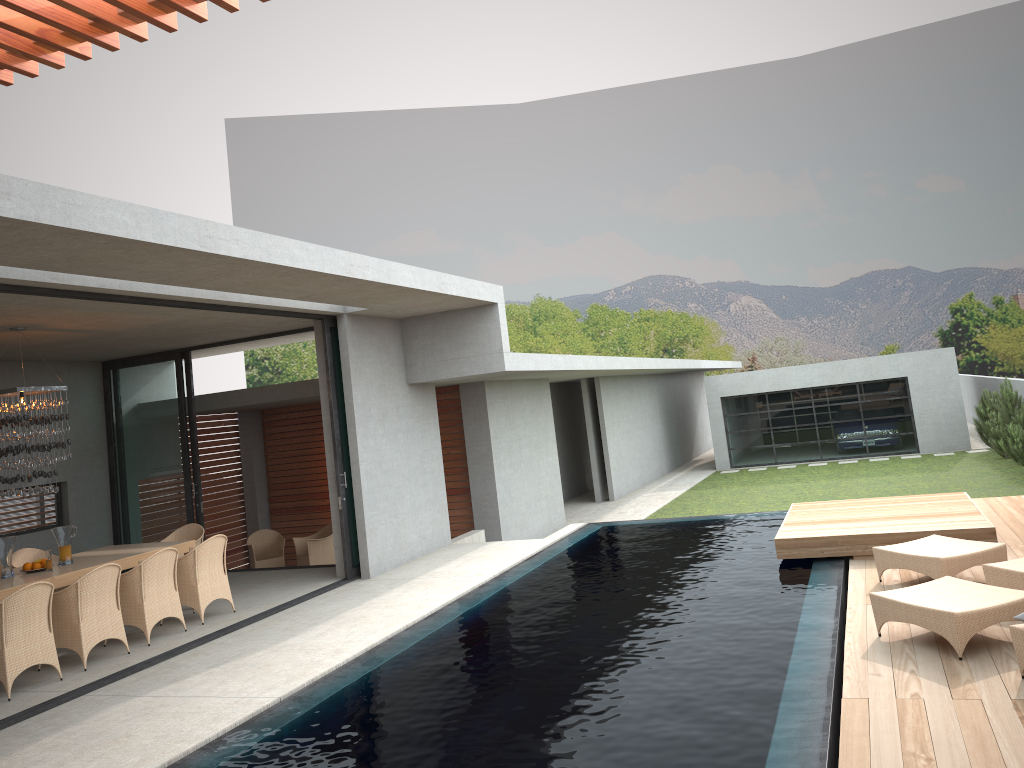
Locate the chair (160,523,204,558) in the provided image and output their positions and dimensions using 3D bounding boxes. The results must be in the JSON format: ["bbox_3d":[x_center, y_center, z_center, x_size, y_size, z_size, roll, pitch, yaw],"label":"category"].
[{"bbox_3d":[-4.051,2.174,10.693,0.615,0.871,0.628,-8,-5,21],"label":"chair"}]

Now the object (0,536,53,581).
[{"bbox_3d":[-4.876,1.692,8.701,0.322,0.389,0.541,-10,-4,37],"label":"object"}]

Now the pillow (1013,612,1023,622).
[{"bbox_3d":[3.251,1.279,4.910,0.597,0.196,0.588,-6,-2,-23],"label":"pillow"}]

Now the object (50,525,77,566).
[{"bbox_3d":[-4.642,1.677,9.172,0.192,0.390,0.191,-7,-5,3],"label":"object"}]

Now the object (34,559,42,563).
[{"bbox_3d":[-4.744,1.779,8.847,0.071,0.048,0.070,-6,-3,-18],"label":"object"}]

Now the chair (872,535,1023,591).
[{"bbox_3d":[3.832,1.200,6.787,0.702,0.833,2.275,-5,-2,-20],"label":"chair"}]

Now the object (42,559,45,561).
[{"bbox_3d":[-4.740,1.820,8.947,0.094,0.095,0.094,-7,-4,10],"label":"object"}]

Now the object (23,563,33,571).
[{"bbox_3d":[-4.818,1.827,8.795,0.094,0.095,0.094,-7,-4,11],"label":"object"}]

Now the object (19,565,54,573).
[{"bbox_3d":[-4.772,1.863,8.868,0.310,0.034,0.307,-6,-2,-10],"label":"object"}]

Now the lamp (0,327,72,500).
[{"bbox_3d":[-5.056,0.292,9.132,0.615,1.770,0.617,-9,-6,21],"label":"lamp"}]

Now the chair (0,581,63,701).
[{"bbox_3d":[-4.164,2.101,7.349,0.627,0.871,0.615,-8,-5,21],"label":"chair"}]

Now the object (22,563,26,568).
[{"bbox_3d":[-4.865,1.837,8.871,0.087,0.088,0.086,-5,-4,-18],"label":"object"}]

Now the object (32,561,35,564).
[{"bbox_3d":[-4.824,1.836,8.943,0.081,0.082,0.080,-8,-4,15],"label":"object"}]

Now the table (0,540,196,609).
[{"bbox_3d":[-4.758,2.259,8.753,1.274,0.763,3.251,-8,-2,21],"label":"table"}]

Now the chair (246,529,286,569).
[{"bbox_3d":[-4.057,2.870,14.638,0.619,0.871,0.624,-5,-5,-24],"label":"chair"}]

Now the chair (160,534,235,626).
[{"bbox_3d":[-3.352,2.059,9.408,0.627,0.871,0.615,-8,-5,21],"label":"chair"}]

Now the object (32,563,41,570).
[{"bbox_3d":[-4.729,1.822,8.796,0.081,0.082,0.080,-3,-5,-40],"label":"object"}]

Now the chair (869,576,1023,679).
[{"bbox_3d":[3.172,1.239,5.244,0.702,0.833,2.275,-5,-2,-19],"label":"chair"}]

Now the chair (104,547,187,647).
[{"bbox_3d":[-3.623,2.073,8.722,0.627,0.871,0.615,-8,-5,21],"label":"chair"}]

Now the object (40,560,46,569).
[{"bbox_3d":[-4.690,1.815,8.870,0.087,0.088,0.086,-7,-4,11],"label":"object"}]

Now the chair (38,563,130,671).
[{"bbox_3d":[-3.893,2.087,8.035,0.627,0.871,0.615,-8,-5,21],"label":"chair"}]

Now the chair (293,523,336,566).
[{"bbox_3d":[-3.165,2.762,14.474,0.631,0.871,0.612,-3,-6,-39],"label":"chair"}]

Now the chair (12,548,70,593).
[{"bbox_3d":[-5.384,2.316,10.164,0.627,0.871,0.615,-8,-5,21],"label":"chair"}]
